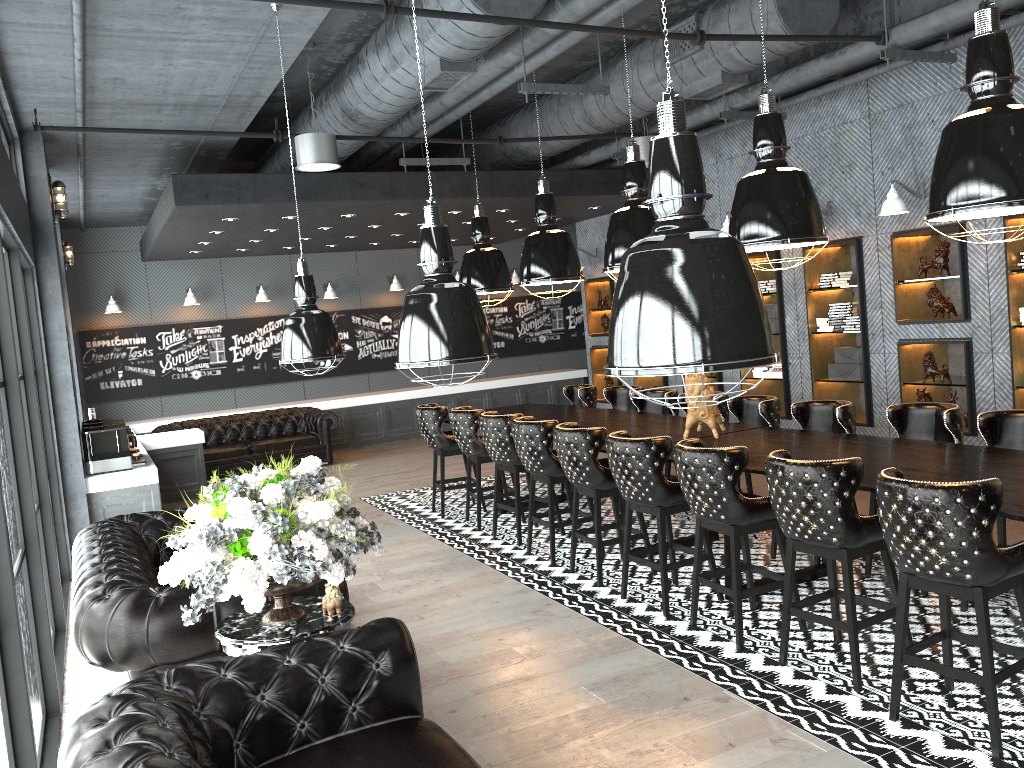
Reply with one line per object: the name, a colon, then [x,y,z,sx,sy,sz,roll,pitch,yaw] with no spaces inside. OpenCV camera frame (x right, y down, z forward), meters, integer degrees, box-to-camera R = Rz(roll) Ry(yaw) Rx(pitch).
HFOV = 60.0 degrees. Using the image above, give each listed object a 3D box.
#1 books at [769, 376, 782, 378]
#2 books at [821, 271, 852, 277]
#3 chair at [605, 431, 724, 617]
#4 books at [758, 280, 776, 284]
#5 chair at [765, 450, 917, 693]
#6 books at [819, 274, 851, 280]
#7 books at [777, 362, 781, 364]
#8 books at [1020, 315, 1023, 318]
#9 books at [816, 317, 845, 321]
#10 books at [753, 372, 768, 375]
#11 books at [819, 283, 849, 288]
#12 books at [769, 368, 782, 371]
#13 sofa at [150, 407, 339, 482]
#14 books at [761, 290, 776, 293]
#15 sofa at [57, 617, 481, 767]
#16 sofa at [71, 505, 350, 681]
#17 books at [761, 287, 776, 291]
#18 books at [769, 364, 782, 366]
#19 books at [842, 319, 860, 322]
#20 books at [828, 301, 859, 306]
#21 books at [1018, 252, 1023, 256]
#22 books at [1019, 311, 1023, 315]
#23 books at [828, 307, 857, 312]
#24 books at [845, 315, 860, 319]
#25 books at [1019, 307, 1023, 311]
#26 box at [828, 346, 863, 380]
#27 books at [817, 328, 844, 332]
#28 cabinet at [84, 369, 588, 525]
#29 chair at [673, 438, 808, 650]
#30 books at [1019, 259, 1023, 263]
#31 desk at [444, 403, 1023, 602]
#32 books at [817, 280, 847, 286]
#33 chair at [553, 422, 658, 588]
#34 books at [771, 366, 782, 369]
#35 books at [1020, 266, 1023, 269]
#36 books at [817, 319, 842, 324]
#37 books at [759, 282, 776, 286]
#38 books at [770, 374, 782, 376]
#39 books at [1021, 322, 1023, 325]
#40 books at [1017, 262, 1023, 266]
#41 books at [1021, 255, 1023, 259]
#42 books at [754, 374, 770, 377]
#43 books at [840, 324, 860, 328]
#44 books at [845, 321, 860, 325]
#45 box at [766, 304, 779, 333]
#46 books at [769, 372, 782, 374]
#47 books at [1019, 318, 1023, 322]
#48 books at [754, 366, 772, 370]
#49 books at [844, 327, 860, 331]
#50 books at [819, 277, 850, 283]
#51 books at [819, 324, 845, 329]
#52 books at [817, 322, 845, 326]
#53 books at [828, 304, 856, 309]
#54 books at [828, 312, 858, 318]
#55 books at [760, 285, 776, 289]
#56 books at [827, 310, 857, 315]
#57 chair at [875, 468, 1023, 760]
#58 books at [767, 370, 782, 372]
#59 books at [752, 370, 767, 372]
books: [2.977,-0.085,9.788,0.167,0.023,0.228,-7,5,-25]
books: [3.306,-1.118,9.028,0.193,0.028,0.245,-7,5,-25]
chair: [0.919,0.842,5.626,0.568,1.091,0.504,-7,4,-28]
books: [2.860,-1.142,9.885,0.193,0.028,0.245,-7,5,-22]
chair: [1.584,0.873,4.403,0.568,1.091,0.504,-7,4,-31]
books: [3.296,-1.089,9.033,0.194,0.028,0.245,-8,5,-33]
books: [2.992,-0.237,9.797,0.185,0.024,0.212,-8,5,-31]
books: [4.237,-0.555,7.106,0.245,0.028,0.193,-7,5,-23]
books: [3.273,-0.671,9.067,0.245,0.028,0.193,-7,4,-18]
books: [2.879,-0.133,10.078,0.227,0.024,0.166,-2,5,33]
books: [3.279,-1.001,9.021,0.193,0.028,0.245,-6,4,-9]
books: [2.975,-0.170,9.799,0.197,0.023,0.248,-6,4,-9]
sofa: [-3.887,0.869,12.871,2.567,0.838,1.240,-7,5,-26]
books: [2.862,-1.030,9.909,0.193,0.028,0.245,-7,5,-25]
sofa: [-0.416,1.352,2.183,1.240,0.838,2.566,-7,5,-26]
sofa: [-1.835,1.260,5.131,1.240,0.838,2.566,-7,5,-26]
books: [2.855,-1.057,9.895,0.193,0.028,0.245,-6,4,-14]
books: [2.976,-0.213,9.784,0.197,0.020,0.206,-7,5,-24]
books: [3.447,-0.641,8.830,0.194,0.028,0.245,-8,5,-35]
books: [3.347,-0.811,8.956,0.245,0.028,0.194,-2,5,39]
books: [4.222,-1.055,7.078,0.193,0.028,0.245,-7,5,-22]
books: [4.226,-0.582,7.100,0.245,0.028,0.193,-8,5,-30]
books: [3.346,-0.755,8.977,0.245,0.028,0.194,-2,5,34]
books: [3.470,-0.669,8.798,0.194,0.028,0.245,-8,5,-30]
books: [4.222,-0.610,7.098,0.245,0.028,0.193,-7,5,-27]
box: [3.416,-0.211,8.976,0.323,0.315,0.419,-7,4,-25]
books: [3.277,-0.558,9.071,0.245,0.028,0.193,-8,5,-32]
cabinet: [-1.330,0.677,12.460,8.424,0.826,6.312,-7,5,-25]
chair: [1.241,0.858,5.018,0.568,1.091,0.504,-7,4,-22]
books: [4.223,-0.998,7.067,0.193,0.028,0.245,-7,5,-23]
desk: [1.373,0.842,6.339,1.434,0.926,7.596,-7,5,-25]
books: [3.264,-1.030,9.044,0.193,0.028,0.245,-6,4,-14]
chair: [0.619,0.818,6.310,0.568,1.091,0.504,-7,4,-21]
books: [3.002,-0.194,9.792,0.244,0.023,0.247,-9,6,-40]
books: [4.236,-0.943,7.076,0.193,0.028,0.245,-7,5,-20]
books: [3.266,-0.640,9.042,0.245,0.028,0.193,-6,4,-12]
books: [2.863,-1.117,9.931,0.193,0.028,0.245,-7,4,-19]
books: [2.979,-0.106,9.796,0.159,0.021,0.224,-6,4,-16]
books: [4.261,-0.501,7.108,0.245,0.028,0.193,-6,4,-10]
books: [4.212,-0.971,7.096,0.193,0.028,0.245,-7,5,-21]
books: [4.234,-1.027,7.060,0.193,0.028,0.245,-7,5,-25]
books: [2.895,-0.105,10.069,0.243,0.034,0.180,-1,6,43]
books: [3.419,-0.580,8.811,0.193,0.028,0.245,-6,4,-14]
books: [3.476,-0.614,8.823,0.194,0.028,0.245,-8,5,-29]
box: [2.876,-0.732,9.947,0.298,0.315,0.419,-7,4,-25]
books: [2.976,-0.128,9.796,0.202,0.022,0.228,-7,5,-22]
books: [4.222,-0.522,7.067,0.245,0.028,0.194,-5,4,-4]
books: [2.884,-0.182,10.063,0.225,0.029,0.179,-9,6,-40]
books: [3.457,-0.555,8.807,0.193,0.028,0.245,-7,5,-21]
books: [3.288,-1.060,9.033,0.193,0.028,0.245,-6,4,-17]
books: [3.292,-0.585,9.033,0.245,0.028,0.193,-7,5,-26]
books: [3.284,-0.616,9.084,0.245,0.028,0.193,-7,4,-19]
books: [3.336,-0.781,8.958,0.245,0.028,0.194,-3,5,25]
books: [3.339,-0.696,8.949,0.245,0.028,0.194,-2,5,33]
books: [2.867,-1.085,9.885,0.194,0.028,0.245,-8,5,-34]
books: [3.328,-0.723,8.945,0.245,0.028,0.194,-2,5,36]
chair: [1.857,0.899,3.722,0.568,1.091,0.504,-8,5,-33]
books: [2.970,-0.148,9.790,0.205,0.019,0.264,-7,5,-26]
books: [2.888,-0.159,10.105,0.243,0.024,0.175,-7,5,-26]
